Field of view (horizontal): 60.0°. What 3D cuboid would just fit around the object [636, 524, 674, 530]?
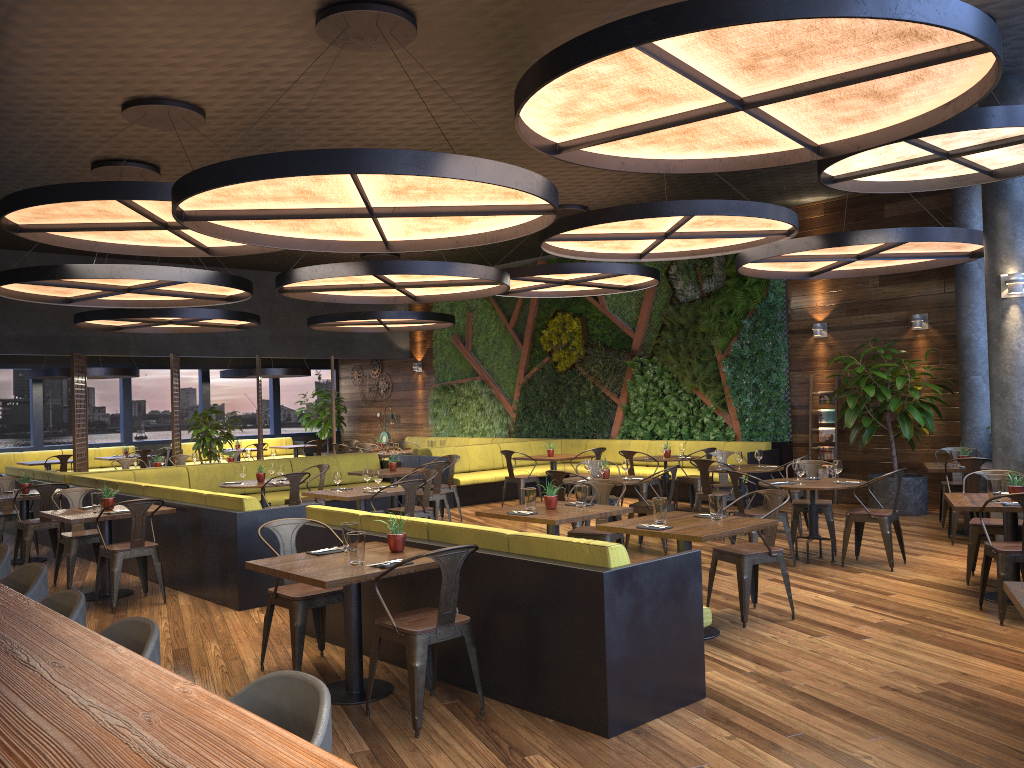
[{"bbox_3d":[0.941,0.954,5.957,0.157,0.019,0.255,-1,-2,-43],"label":"object"}]

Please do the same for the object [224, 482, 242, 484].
[{"bbox_3d":[-3.294,1.173,10.528,0.255,0.019,0.157,-2,-1,-10],"label":"object"}]

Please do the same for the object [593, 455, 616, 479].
[{"bbox_3d":[0.997,0.898,9.635,0.260,0.271,0.238,-2,-1,-4],"label":"object"}]

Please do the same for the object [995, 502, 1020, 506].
[{"bbox_3d":[3.713,0.883,6.556,0.255,0.019,0.157,-2,-1,23],"label":"object"}]

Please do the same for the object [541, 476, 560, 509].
[{"bbox_3d":[0.305,0.870,7.128,0.238,0.271,0.260,-2,-1,-4],"label":"object"}]

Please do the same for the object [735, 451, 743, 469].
[{"bbox_3d":[2.668,0.898,10.427,0.097,0.206,0.097,-3,-1,37],"label":"object"}]

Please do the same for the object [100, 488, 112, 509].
[{"bbox_3d":[-3.746,1.058,8.189,0.102,0.178,0.102,-2,-1,33],"label":"object"}]

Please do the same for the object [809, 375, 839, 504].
[{"bbox_3d":[4.620,0.807,13.151,0.210,1.896,0.441,-1,-2,-43],"label":"object"}]

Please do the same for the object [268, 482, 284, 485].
[{"bbox_3d":[-2.779,1.153,10.333,0.157,0.019,0.255,-1,-1,-36],"label":"object"}]

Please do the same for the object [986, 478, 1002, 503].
[{"bbox_3d":[3.657,0.808,6.723,0.102,0.178,0.102,-3,-1,39],"label":"object"}]

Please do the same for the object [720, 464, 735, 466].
[{"bbox_3d":[2.668,1.003,10.973,0.157,0.019,0.255,-2,-1,0],"label":"object"}]

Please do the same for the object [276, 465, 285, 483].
[{"bbox_3d":[-2.742,1.062,10.505,0.097,0.206,0.097,-1,-1,-18],"label":"object"}]

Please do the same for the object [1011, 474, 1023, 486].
[{"bbox_3d":[3.990,0.803,6.987,0.102,0.178,0.102,-2,-1,29],"label":"object"}]

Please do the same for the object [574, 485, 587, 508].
[{"bbox_3d":[0.555,0.909,7.161,0.102,0.178,0.102,-1,-1,-37],"label":"object"}]

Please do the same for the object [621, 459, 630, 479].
[{"bbox_3d":[1.242,0.926,9.657,0.097,0.206,0.097,-2,-1,-1],"label":"object"}]

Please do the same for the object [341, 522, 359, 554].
[{"bbox_3d":[-0.963,0.919,5.286,0.102,0.178,0.102,-2,-1,33],"label":"object"}]

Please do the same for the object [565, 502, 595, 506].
[{"bbox_3d":[0.576,0.992,7.333,0.157,0.019,0.255,-1,-2,-43],"label":"object"}]

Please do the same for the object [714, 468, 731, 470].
[{"bbox_3d":[2.497,0.998,10.439,0.255,0.019,0.157,-1,-2,-44],"label":"object"}]

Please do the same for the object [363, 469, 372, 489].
[{"bbox_3d":[-1.537,1.005,9.414,0.097,0.206,0.097,-1,-1,-42],"label":"object"}]

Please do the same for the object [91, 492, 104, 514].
[{"bbox_3d":[-3.651,1.048,7.813,0.102,0.178,0.102,-2,-1,-7],"label":"object"}]

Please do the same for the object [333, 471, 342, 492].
[{"bbox_3d":[-1.805,1.008,9.177,0.097,0.206,0.097,-3,-1,39],"label":"object"}]

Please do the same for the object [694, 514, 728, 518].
[{"bbox_3d":[1.451,0.947,6.383,0.157,0.019,0.255,-1,-2,-43],"label":"object"}]

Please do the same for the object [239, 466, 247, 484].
[{"bbox_3d":[-3.161,1.073,10.421,0.097,0.206,0.097,-2,-1,-1],"label":"object"}]

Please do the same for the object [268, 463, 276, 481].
[{"bbox_3d":[-2.936,1.074,10.837,0.097,0.206,0.097,-2,-1,-4],"label":"object"}]

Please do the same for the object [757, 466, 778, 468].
[{"bbox_3d":[3.025,0.983,10.524,0.255,0.019,0.157,-2,-1,25],"label":"object"}]

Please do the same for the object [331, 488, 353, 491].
[{"bbox_3d":[-1.782,1.105,9.349,0.157,0.019,0.255,-1,-1,-42],"label":"object"}]

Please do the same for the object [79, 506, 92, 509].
[{"bbox_3d":[-3.889,1.144,8.269,0.255,0.019,0.157,-1,-2,-43],"label":"object"}]

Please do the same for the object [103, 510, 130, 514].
[{"bbox_3d":[-3.480,1.122,7.778,0.255,0.019,0.157,-1,-2,-43],"label":"object"}]

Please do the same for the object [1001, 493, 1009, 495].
[{"bbox_3d":[4.009,0.886,7.151,0.255,0.019,0.157,-2,-1,23],"label":"object"}]

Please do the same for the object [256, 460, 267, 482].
[{"bbox_3d":[-3.018,1.037,10.623,0.238,0.271,0.260,-1,-1,-21],"label":"object"}]

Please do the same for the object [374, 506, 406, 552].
[{"bbox_3d":[-0.689,0.864,5.304,0.238,0.271,0.260,-1,-1,-37],"label":"object"}]

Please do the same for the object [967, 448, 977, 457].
[{"bbox_3d":[5.252,0.826,10.113,0.102,0.178,0.102,-2,-1,29],"label":"object"}]

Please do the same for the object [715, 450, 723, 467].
[{"bbox_3d":[2.534,0.911,10.861,0.097,0.206,0.097,-1,-1,-27],"label":"object"}]

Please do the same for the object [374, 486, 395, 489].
[{"bbox_3d":[-1.362,1.093,9.392,0.255,0.019,0.157,-1,-1,-42],"label":"object"}]

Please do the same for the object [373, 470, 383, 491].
[{"bbox_3d":[-1.375,0.994,9.113,0.097,0.206,0.097,-3,-1,39],"label":"object"}]

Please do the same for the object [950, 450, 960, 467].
[{"bbox_3d":[4.920,0.831,9.849,0.102,0.178,0.102,-2,-1,-11],"label":"object"}]

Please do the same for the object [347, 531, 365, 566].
[{"bbox_3d":[-0.855,0.907,4.876,0.102,0.178,0.102,-2,-1,-7],"label":"object"}]

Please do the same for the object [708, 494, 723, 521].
[{"bbox_3d":[1.430,0.865,6.212,0.102,0.178,0.102,-2,-1,23],"label":"object"}]

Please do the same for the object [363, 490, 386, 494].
[{"bbox_3d":[-1.393,1.085,8.938,0.157,0.019,0.255,-1,-1,-42],"label":"object"}]

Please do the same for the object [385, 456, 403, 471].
[{"bbox_3d":[-1.573,1.016,11.764,0.260,0.271,0.238,-2,-1,-7],"label":"object"}]

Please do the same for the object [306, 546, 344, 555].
[{"bbox_3d":[-1.105,1.004,5.366,0.255,0.019,0.157,-1,-2,-43],"label":"object"}]

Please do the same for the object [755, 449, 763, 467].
[{"bbox_3d":[2.976,0.894,10.693,0.097,0.206,0.097,-2,-1,-1],"label":"object"}]

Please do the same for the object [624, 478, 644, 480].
[{"bbox_3d":[1.291,1.015,9.487,0.255,0.019,0.157,-2,-1,25],"label":"object"}]

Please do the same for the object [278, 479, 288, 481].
[{"bbox_3d":[-2.761,1.162,10.808,0.255,0.019,0.157,-1,-1,-40],"label":"object"}]

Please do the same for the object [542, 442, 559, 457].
[{"bbox_3d":[0.586,0.990,13.771,0.260,0.271,0.238,-2,-1,-4],"label":"object"}]

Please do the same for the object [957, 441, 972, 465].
[{"bbox_3d":[5.096,0.782,10.013,0.238,0.271,0.260,-2,-1,34],"label":"object"}]

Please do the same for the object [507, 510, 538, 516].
[{"bbox_3d":[0.066,0.999,6.906,0.157,0.019,0.255,-1,-2,-43],"label":"object"}]

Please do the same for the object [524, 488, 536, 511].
[{"bbox_3d":[0.145,0.920,7.053,0.102,0.178,0.102,-2,-1,13],"label":"object"}]

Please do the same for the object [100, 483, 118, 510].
[{"bbox_3d":[-3.666,1.006,8.038,0.238,0.271,0.260,-1,-1,-21],"label":"object"}]

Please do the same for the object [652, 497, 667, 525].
[{"bbox_3d":[1.020,0.875,6.104,0.102,0.178,0.102,-2,-1,23],"label":"object"}]

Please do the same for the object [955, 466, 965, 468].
[{"bbox_3d":[4.975,0.906,9.682,0.255,0.019,0.157,-2,-1,23],"label":"object"}]

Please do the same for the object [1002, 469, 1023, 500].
[{"bbox_3d":[3.867,0.757,6.825,0.260,0.271,0.238,-1,-1,-27],"label":"object"}]

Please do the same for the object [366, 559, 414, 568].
[{"bbox_3d":[-0.679,0.982,4.857,0.255,0.019,0.157,-1,-2,-43],"label":"object"}]
